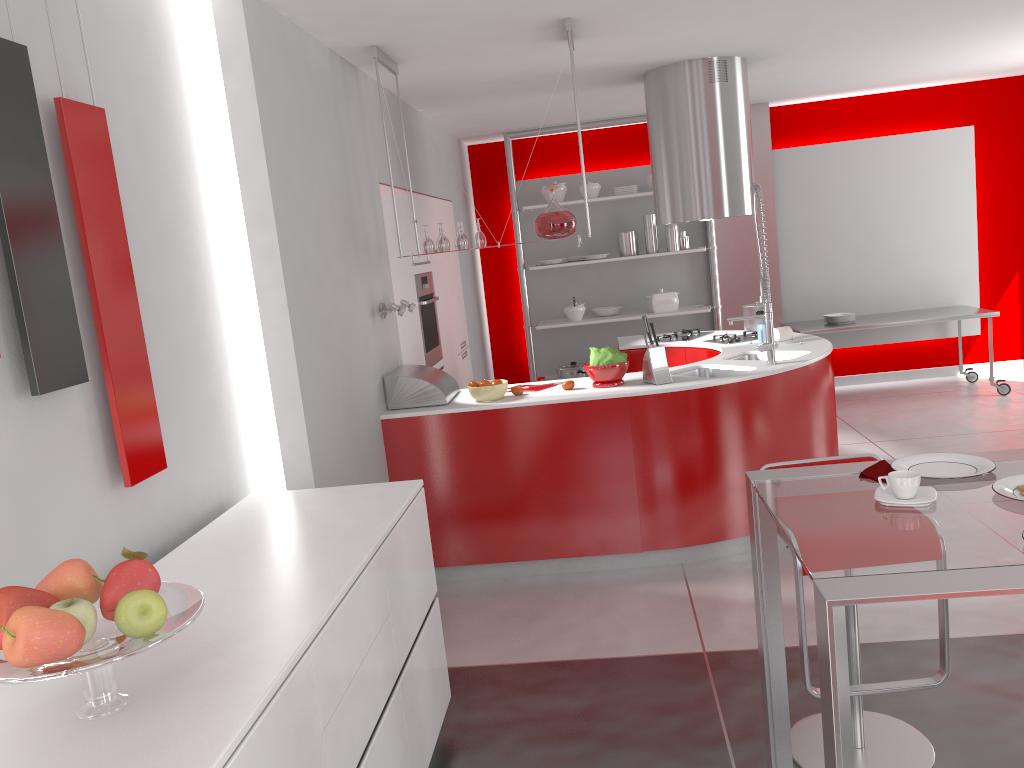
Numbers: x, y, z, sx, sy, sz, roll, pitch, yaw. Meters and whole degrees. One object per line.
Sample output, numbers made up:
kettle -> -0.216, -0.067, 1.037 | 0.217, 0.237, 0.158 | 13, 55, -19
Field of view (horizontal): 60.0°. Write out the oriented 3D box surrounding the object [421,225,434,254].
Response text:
object -> -0.424, -0.720, 4.411 | 0.060, 0.141, 0.060 | -5, 9, 6

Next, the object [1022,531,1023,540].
object -> 0.989, 0.269, 1.503 | 0.217, 0.015, 0.217 | -9, 9, -18

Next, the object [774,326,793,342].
object -> 1.573, -0.295, 5.205 | 0.100, 0.080, 0.109 | -10, 9, -23

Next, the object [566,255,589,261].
object -> 0.576, -1.109, 7.866 | 0.244, 0.042, 0.244 | -7, 9, -2

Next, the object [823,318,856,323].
object -> 2.766, -0.537, 7.492 | 0.228, 0.020, 0.228 | -8, 9, -12

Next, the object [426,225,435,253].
object -> -0.427, -0.732, 4.496 | 0.060, 0.141, 0.060 | -5, 9, 6

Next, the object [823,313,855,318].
object -> 2.762, -0.577, 7.486 | 0.228, 0.020, 0.228 | -8, 9, -12

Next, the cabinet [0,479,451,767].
cabinet -> -0.638, 0.926, 2.192 | 0.610, 0.880, 1.802 | -5, 9, 6

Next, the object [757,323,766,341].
object -> 1.504, -0.312, 5.314 | 0.080, 0.100, 0.109 | -10, 9, -20

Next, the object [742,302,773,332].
object -> 1.569, -0.433, 5.658 | 0.189, 0.185, 0.218 | -12, 10, -31

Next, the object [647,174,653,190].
object -> 1.301, -1.761, 7.598 | 0.287, 0.222, 0.287 | -13, 11, -39

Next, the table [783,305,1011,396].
table -> 3.219, -0.228, 7.542 | 1.627, 0.682, 0.749 | -5, 9, 8

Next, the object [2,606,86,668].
object -> -0.771, 0.410, 1.457 | 0.096, 0.105, 0.117 | 0, 11, 35

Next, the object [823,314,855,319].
object -> 2.763, -0.567, 7.488 | 0.228, 0.020, 0.228 | -8, 9, -12

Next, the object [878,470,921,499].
object -> 0.811, 0.213, 1.850 | 0.078, 0.049, 0.062 | -6, 9, 6

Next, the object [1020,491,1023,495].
object -> 1.048, 0.221, 1.788 | 0.036, 0.006, 0.034 | -8, 9, -10

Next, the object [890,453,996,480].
object -> 0.980, 0.191, 2.020 | 0.217, 0.015, 0.217 | 1, 12, 42

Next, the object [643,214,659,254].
object -> 1.186, -1.279, 7.564 | 0.109, 0.329, 0.110 | -6, 9, 4

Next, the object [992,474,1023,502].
object -> 1.087, 0.216, 1.782 | 0.217, 0.015, 0.217 | 2, 12, 43

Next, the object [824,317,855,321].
object -> 2.765, -0.547, 7.491 | 0.228, 0.020, 0.228 | -8, 9, -12

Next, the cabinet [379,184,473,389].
cabinet -> -0.782, -0.239, 6.104 | 0.614, 2.026, 2.398 | -5, 9, 6

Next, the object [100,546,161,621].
object -> -0.708, 0.364, 1.638 | 0.097, 0.133, 0.117 | -7, 9, -4

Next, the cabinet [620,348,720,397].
cabinet -> 0.502, 0.313, 5.144 | 1.875, 0.761, 1.025 | -13, 11, -38

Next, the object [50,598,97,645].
object -> -0.770, 0.419, 1.546 | 0.086, 0.079, 0.084 | -1, 10, 34

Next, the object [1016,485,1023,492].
object -> 1.061, 0.214, 1.823 | 0.036, 0.006, 0.034 | -5, 9, 6

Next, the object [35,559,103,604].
object -> -0.836, 0.381, 1.664 | 0.121, 0.101, 0.097 | -9, 9, -15

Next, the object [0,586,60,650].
object -> -0.861, 0.395, 1.538 | 0.150, 0.129, 0.117 | -13, 11, -36

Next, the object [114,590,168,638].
object -> -0.644, 0.393, 1.530 | 0.083, 0.086, 0.100 | -12, 10, -34

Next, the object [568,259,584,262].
object -> 0.577, -1.096, 7.868 | 0.280, 0.015, 0.280 | 2, 12, 43

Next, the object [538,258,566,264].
object -> 0.346, -1.053, 7.672 | 0.244, 0.042, 0.244 | -8, 9, -9

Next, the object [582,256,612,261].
object -> 0.723, -1.074, 7.617 | 0.280, 0.015, 0.280 | 0, 11, 35

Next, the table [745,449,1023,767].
table -> 1.436, 0.692, 1.787 | 1.700, 1.000, 0.800 | -5, 9, 6

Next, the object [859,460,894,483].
object -> 0.844, 0.205, 2.042 | 0.095, 0.012, 0.234 | -5, 9, 7

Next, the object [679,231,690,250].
object -> 1.472, -1.242, 7.683 | 0.127, 0.157, 0.127 | -4, 9, 17

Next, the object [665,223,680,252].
object -> 1.356, -1.260, 7.500 | 0.115, 0.274, 0.115 | -7, 9, -1

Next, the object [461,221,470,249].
object -> -0.247, -0.748, 4.469 | 0.060, 0.141, 0.060 | -5, 9, 6

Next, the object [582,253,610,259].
object -> 0.722, -1.087, 7.615 | 0.244, 0.042, 0.244 | -8, 9, -9

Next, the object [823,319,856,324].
object -> 2.767, -0.527, 7.494 | 0.228, 0.020, 0.228 | -8, 9, -12

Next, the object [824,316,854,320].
object -> 2.764, -0.557, 7.489 | 0.228, 0.020, 0.228 | -8, 9, -12

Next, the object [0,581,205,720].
object -> -0.743, 0.503, 1.580 | 0.398, 0.159, 0.398 | -12, 10, -34

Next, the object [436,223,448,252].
object -> -0.348, -0.719, 4.353 | 0.060, 0.141, 0.060 | -9, 9, -16

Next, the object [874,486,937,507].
object -> 0.821, 0.236, 1.853 | 0.119, 0.016, 0.119 | -2, 10, 26

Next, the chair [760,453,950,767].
chair -> 1.004, 0.683, 2.645 | 0.418, 0.857, 0.460 | -6, 9, 2

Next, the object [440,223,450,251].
object -> -0.346, -0.735, 4.456 | 0.060, 0.141, 0.060 | -5, 9, 6
